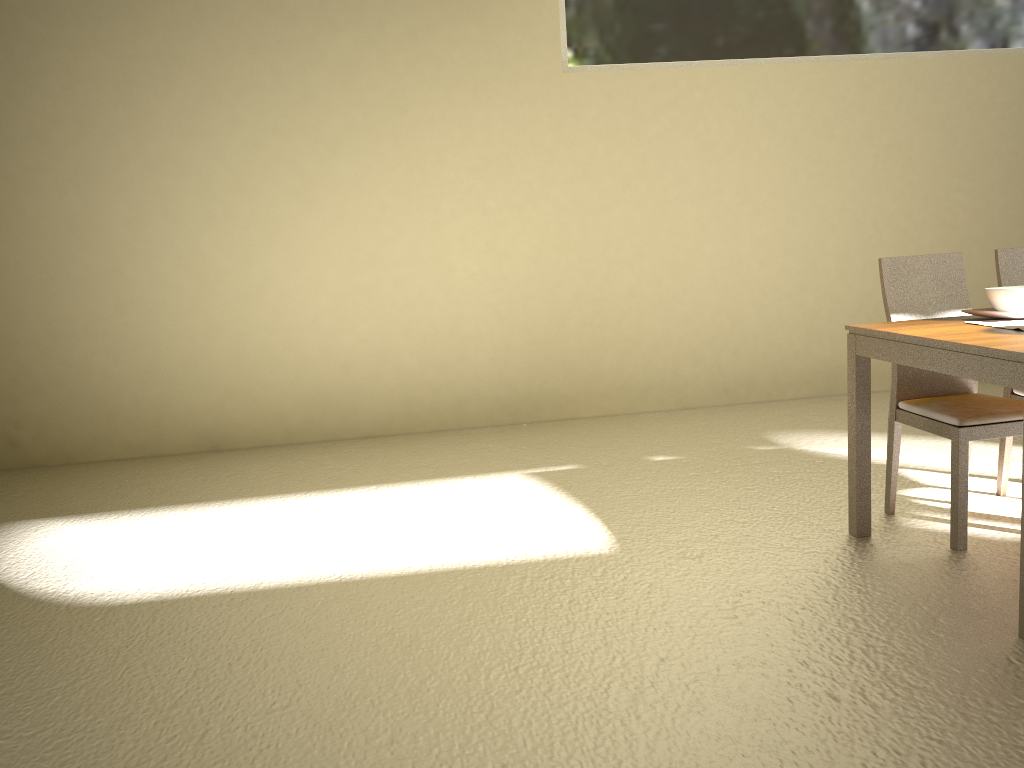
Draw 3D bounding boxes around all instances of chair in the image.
[{"bbox_3d":[2.188,-0.022,3.431,0.404,1.017,0.507,-5,9,-6],"label":"chair"},{"bbox_3d":[1.677,0.030,3.308,0.404,1.017,0.507,-5,9,-10],"label":"chair"}]

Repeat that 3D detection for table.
[{"bbox_3d":[2.007,0.187,2.899,1.411,0.790,1.000,-5,9,-7],"label":"table"}]

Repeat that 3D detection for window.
[{"bbox_3d":[3.077,-1.025,3.064,4.466,3.000,6.429,-5,9,-9],"label":"window"}]

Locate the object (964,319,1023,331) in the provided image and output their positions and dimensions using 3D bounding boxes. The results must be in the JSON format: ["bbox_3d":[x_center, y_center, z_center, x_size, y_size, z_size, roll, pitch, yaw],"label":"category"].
[{"bbox_3d":[1.726,-0.183,2.783,0.287,0.010,0.589,-4,9,-4],"label":"object"}]

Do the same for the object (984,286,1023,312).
[{"bbox_3d":[1.781,-0.291,3.101,0.233,0.107,0.232,-3,9,4],"label":"object"}]

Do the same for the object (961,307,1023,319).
[{"bbox_3d":[1.784,-0.251,3.104,0.283,0.041,0.283,-5,9,-7],"label":"object"}]
